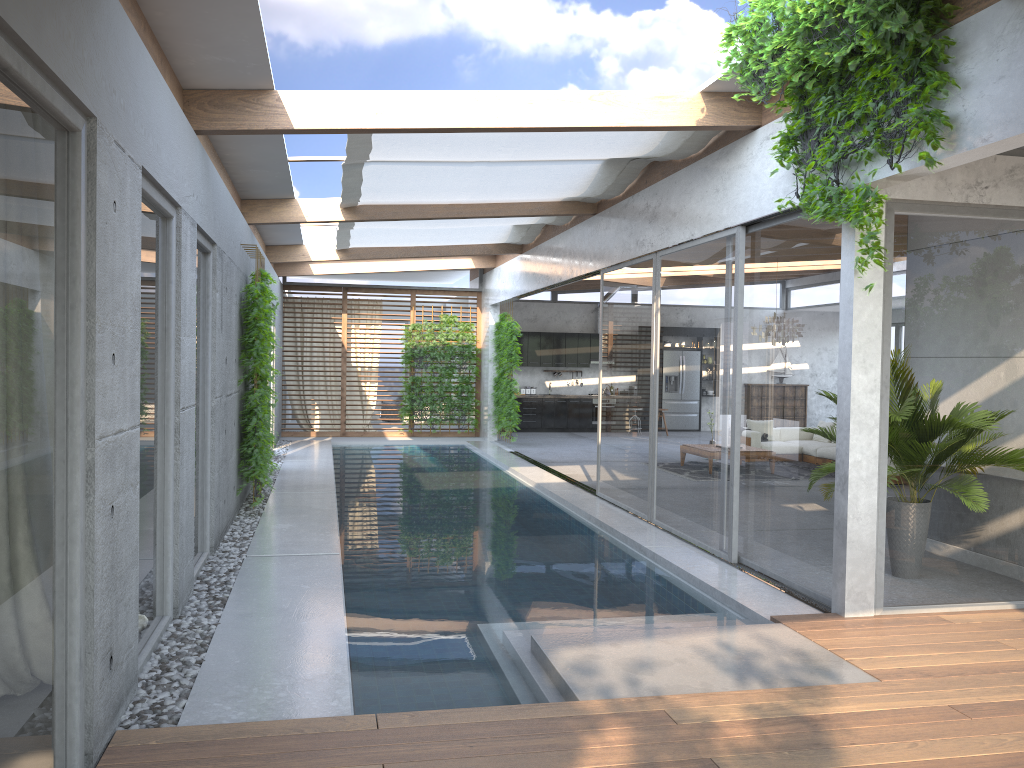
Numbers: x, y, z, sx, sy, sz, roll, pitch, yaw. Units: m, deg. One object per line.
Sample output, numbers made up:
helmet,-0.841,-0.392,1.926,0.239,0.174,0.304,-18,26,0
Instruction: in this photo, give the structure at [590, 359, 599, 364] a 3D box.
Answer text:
structure,2.089,-0.531,20.884,0.599,0.104,0.368,1,1,-12

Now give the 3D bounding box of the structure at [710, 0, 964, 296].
structure,1.886,-1.537,5.378,0.918,2.054,1.822,1,2,-15

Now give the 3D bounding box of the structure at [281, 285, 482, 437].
structure,-2.775,-0.444,18.416,4.313,3.079,0.085,1,1,-12

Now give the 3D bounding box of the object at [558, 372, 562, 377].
object,1.126,-0.238,20.813,0.117,0.139,0.093,1,1,5

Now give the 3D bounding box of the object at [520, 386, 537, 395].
object,0.371,0.143,20.642,0.405,0.200,0.147,1,1,-10

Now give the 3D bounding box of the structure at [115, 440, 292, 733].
structure,-3.042,1.291,10.390,0.477,0.068,13.673,1,1,-12

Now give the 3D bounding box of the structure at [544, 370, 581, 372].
structure,1.207,-0.299,20.851,0.932,0.046,0.081,1,1,-12

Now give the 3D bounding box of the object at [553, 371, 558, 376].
object,1.017,-0.240,20.798,0.117,0.139,0.093,1,1,-10

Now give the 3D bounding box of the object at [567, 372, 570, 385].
object,1.329,-0.143,20.871,0.071,0.325,0.066,1,1,-12

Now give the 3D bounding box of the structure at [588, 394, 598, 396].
structure,2.097,0.256,20.798,0.605,0.031,0.496,1,1,-12

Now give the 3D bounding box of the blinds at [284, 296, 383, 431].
blinds,-3.729,-0.378,18.577,2.087,2.898,0.692,1,1,-8

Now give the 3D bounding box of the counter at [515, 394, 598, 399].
counter,1.122,0.288,20.591,3.805,0.061,0.607,1,1,-12

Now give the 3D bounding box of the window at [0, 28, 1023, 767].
window,3.371,-0.551,13.833,14.294,3.764,23.280,1,1,-12

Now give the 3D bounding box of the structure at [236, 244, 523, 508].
structure,-1.420,-0.171,13.773,2.739,2.687,10.282,1,1,5

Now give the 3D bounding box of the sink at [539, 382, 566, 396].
sink,0.928,0.225,20.549,0.526,0.514,0.514,1,1,-12

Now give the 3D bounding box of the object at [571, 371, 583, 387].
object,1.543,-0.118,20.884,0.282,0.380,0.070,1,1,-11

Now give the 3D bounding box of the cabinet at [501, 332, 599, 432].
cabinet,2.147,-0.131,20.818,5.901,2.502,0.709,1,1,-13

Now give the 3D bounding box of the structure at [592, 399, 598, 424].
structure,2.094,0.629,20.787,0.587,0.588,0.584,1,1,-12
